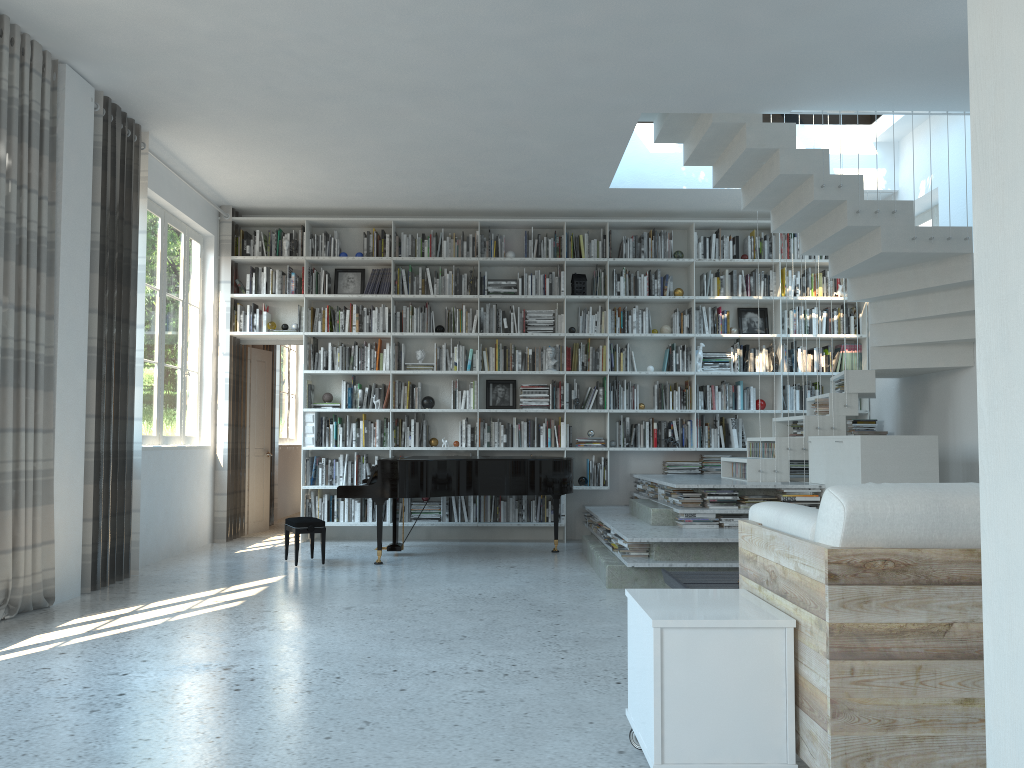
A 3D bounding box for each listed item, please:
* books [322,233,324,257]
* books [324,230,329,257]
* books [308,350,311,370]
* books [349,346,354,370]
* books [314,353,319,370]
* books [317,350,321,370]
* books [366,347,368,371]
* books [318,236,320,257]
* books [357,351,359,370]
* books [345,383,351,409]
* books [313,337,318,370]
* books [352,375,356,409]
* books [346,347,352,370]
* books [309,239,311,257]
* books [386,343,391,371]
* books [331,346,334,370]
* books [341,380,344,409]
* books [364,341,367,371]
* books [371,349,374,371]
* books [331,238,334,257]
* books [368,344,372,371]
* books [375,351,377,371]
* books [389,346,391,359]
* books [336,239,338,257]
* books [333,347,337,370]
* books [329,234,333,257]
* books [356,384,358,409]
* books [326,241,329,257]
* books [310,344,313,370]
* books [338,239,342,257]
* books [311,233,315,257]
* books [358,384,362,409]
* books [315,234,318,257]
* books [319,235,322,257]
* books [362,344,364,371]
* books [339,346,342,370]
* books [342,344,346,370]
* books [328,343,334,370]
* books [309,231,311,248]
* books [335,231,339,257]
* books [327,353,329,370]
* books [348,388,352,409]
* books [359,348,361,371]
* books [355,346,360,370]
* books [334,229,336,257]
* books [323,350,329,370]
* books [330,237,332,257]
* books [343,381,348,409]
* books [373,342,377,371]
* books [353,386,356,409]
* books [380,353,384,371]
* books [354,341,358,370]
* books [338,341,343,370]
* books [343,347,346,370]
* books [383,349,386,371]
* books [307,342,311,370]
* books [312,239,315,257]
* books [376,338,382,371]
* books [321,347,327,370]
[{"bbox_3d":[-1.855,-1.347,8.780,0.016,0.260,0.154,0,-3,-1],"label":"books"},{"bbox_3d":[-1.832,-1.357,8.765,0.015,0.279,0.190,0,-3,-1],"label":"books"},{"bbox_3d":[-1.973,-0.221,8.722,0.026,0.209,0.155,0,-3,-1],"label":"books"},{"bbox_3d":[-1.568,-0.243,8.743,0.048,0.256,0.141,0,-3,-1],"label":"books"},{"bbox_3d":[-1.906,-0.209,8.709,0.037,0.182,0.189,0,-3,-1],"label":"books"},{"bbox_3d":[-1.882,-0.221,8.728,0.042,0.208,0.143,0,-3,-1],"label":"books"},{"bbox_3d":[-1.417,-0.235,8.750,0.028,0.242,0.131,0,-3,-1],"label":"books"},{"bbox_3d":[-1.898,-1.329,8.778,0.013,0.225,0.177,0,-3,-1],"label":"books"},{"bbox_3d":[-1.501,-0.217,8.735,0.021,0.205,0.130,0,-3,-1],"label":"books"},{"bbox_3d":[-1.607,0.124,8.713,0.031,0.255,0.143,0,-3,-1],"label":"books"},{"bbox_3d":[-1.930,-0.285,8.706,0.012,0.333,0.184,0,-3,-1],"label":"books"},{"bbox_3d":[-1.557,0.084,8.720,0.011,0.335,0.153,0,-3,-1],"label":"books"},{"bbox_3d":[-1.603,-0.237,8.724,0.023,0.242,0.184,0,-3,-1],"label":"books"},{"bbox_3d":[-1.982,-1.319,8.781,0.017,0.204,0.142,0,-3,-1],"label":"books"},{"bbox_3d":[-1.218,-0.256,8.743,0.027,0.285,0.148,0,-3,-1],"label":"books"},{"bbox_3d":[-1.761,-0.240,8.718,0.011,0.246,0.176,0,-3,-1],"label":"books"},{"bbox_3d":[-1.653,0.108,8.706,0.012,0.285,0.159,0,-3,-1],"label":"books"},{"bbox_3d":[-1.447,-0.266,8.747,0.011,0.304,0.130,0,-3,-1],"label":"books"},{"bbox_3d":[-1.366,-0.224,8.740,0.021,0.220,0.148,0,-3,-1],"label":"books"},{"bbox_3d":[-1.763,-1.324,8.771,0.021,0.213,0.173,0,-3,-1],"label":"books"},{"bbox_3d":[-1.395,-0.253,8.723,0.015,0.275,0.157,0,-3,-1],"label":"books"},{"bbox_3d":[-1.334,-0.216,8.730,0.013,0.203,0.161,0,-3,-1],"label":"books"},{"bbox_3d":[-1.186,-0.242,8.743,0.036,0.257,0.123,0,-3,-1],"label":"books"},{"bbox_3d":[-1.724,-1.317,8.787,0.014,0.201,0.170,0,-3,-1],"label":"books"},{"bbox_3d":[-1.731,-0.236,8.742,0.049,0.242,0.139,0,-3,-1],"label":"books"},{"bbox_3d":[-1.793,-1.342,8.788,0.013,0.252,0.129,0,-3,-1],"label":"books"},{"bbox_3d":[-1.510,0.128,8.717,0.022,0.248,0.129,0,-3,-1],"label":"books"},{"bbox_3d":[-1.812,-1.308,8.781,0.026,0.182,0.161,0,-3,-1],"label":"books"},{"bbox_3d":[-1.949,-0.251,8.707,0.027,0.266,0.176,0,-3,-1],"label":"books"},{"bbox_3d":[-1.711,-1.320,8.797,0.013,0.210,0.136,0,-3,-1],"label":"books"},{"bbox_3d":[-1.970,-1.346,8.788,0.007,0.258,0.156,0,-3,-1],"label":"books"},{"bbox_3d":[-1.493,0.126,8.699,0.011,0.250,0.172,0,-3,-1],"label":"books"},{"bbox_3d":[-1.928,-1.341,8.780,0.012,0.249,0.180,0,-3,-1],"label":"books"},{"bbox_3d":[-1.884,-1.338,8.783,0.016,0.243,0.156,0,-3,-1],"label":"books"},{"bbox_3d":[-1.458,-0.251,8.730,0.012,0.272,0.145,0,-3,-1],"label":"books"},{"bbox_3d":[-1.670,-0.240,8.714,0.021,0.247,0.189,0,-3,-1],"label":"books"},{"bbox_3d":[-1.654,-0.251,8.732,0.011,0.271,0.158,0,-3,-1],"label":"books"},{"bbox_3d":[-1.778,-0.257,8.727,0.023,0.281,0.174,0,-3,-1],"label":"books"},{"bbox_3d":[-1.994,-1.359,8.791,0.007,0.285,0.159,0,-3,-1],"label":"books"},{"bbox_3d":[-1.738,-1.361,8.806,0.015,0.293,0.131,0,-3,-1],"label":"books"},{"bbox_3d":[-1.801,-0.209,8.746,0.021,0.187,0.129,0,-3,-1],"label":"books"},{"bbox_3d":[-1.577,0.146,8.682,0.029,0.208,0.189,0,-3,-1],"label":"books"},{"bbox_3d":[-1.483,-0.230,8.722,0.013,0.229,0.177,0,-3,-1],"label":"books"},{"bbox_3d":[-1.521,-0.243,8.736,0.021,0.256,0.156,0,-3,-1],"label":"books"},{"bbox_3d":[-1.749,-1.366,8.794,0.007,0.301,0.145,0,-3,-1],"label":"books"},{"bbox_3d":[-1.824,-0.220,8.702,0.028,0.203,0.188,0,-3,-1],"label":"books"},{"bbox_3d":[-1.780,-1.326,8.778,0.013,0.219,0.181,0,-3,-1],"label":"books"},{"bbox_3d":[-1.635,0.114,8.705,0.024,0.272,0.150,0,-3,-1],"label":"books"},{"bbox_3d":[-1.348,-0.260,8.747,0.015,0.292,0.144,0,-3,-1],"label":"books"},{"bbox_3d":[-1.537,0.137,8.723,0.030,0.231,0.148,0,-3,-1],"label":"books"},{"bbox_3d":[-1.277,-0.206,8.734,0.030,0.183,0.152,0,-3,-1],"label":"books"},{"bbox_3d":[-1.538,-0.265,8.727,0.013,0.299,0.152,0,-3,-1],"label":"books"},{"bbox_3d":[-1.686,-0.263,8.723,0.011,0.293,0.183,0,-3,-1],"label":"books"},{"bbox_3d":[-1.637,-0.235,8.715,0.024,0.237,0.167,0,-3,-1],"label":"books"},{"bbox_3d":[-1.247,-0.226,8.736,0.031,0.223,0.145,0,-3,-1],"label":"books"},{"bbox_3d":[-1.992,-0.259,8.732,0.012,0.285,0.159,0,-3,-1],"label":"books"},{"bbox_3d":[-1.951,-1.321,8.787,0.032,0.210,0.158,0,-3,-1],"label":"books"},{"bbox_3d":[-1.309,-0.277,8.734,0.035,0.325,0.170,0,-3,-1],"label":"books"},{"bbox_3d":[-1.850,-0.235,8.713,0.022,0.235,0.177,0,-3,-1],"label":"books"}]
